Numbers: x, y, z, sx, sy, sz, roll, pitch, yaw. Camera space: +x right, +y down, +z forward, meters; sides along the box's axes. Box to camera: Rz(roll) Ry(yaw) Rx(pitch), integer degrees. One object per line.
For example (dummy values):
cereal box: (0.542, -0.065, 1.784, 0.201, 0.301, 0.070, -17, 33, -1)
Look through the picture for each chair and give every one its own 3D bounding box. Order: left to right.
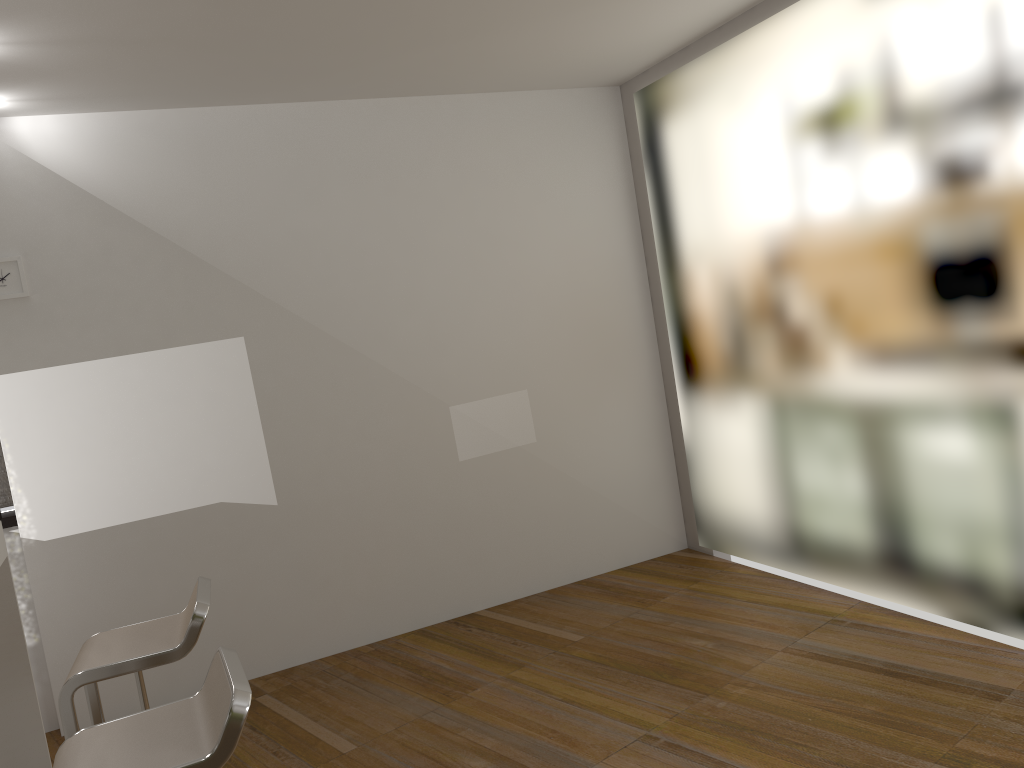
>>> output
chair: (-1.106, 1.097, 2.773, 0.460, 0.857, 0.418, -11, 5, -18)
chair: (-0.766, 1.102, 1.998, 0.460, 0.857, 0.418, -11, 5, -23)

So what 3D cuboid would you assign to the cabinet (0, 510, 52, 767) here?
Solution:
cabinet: (-1.608, 1.097, 2.003, 0.663, 1.134, 2.947, -11, 5, -23)

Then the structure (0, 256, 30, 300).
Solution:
structure: (-2.226, -0.459, 3.875, 0.180, 0.180, 0.026, -11, 5, -23)
